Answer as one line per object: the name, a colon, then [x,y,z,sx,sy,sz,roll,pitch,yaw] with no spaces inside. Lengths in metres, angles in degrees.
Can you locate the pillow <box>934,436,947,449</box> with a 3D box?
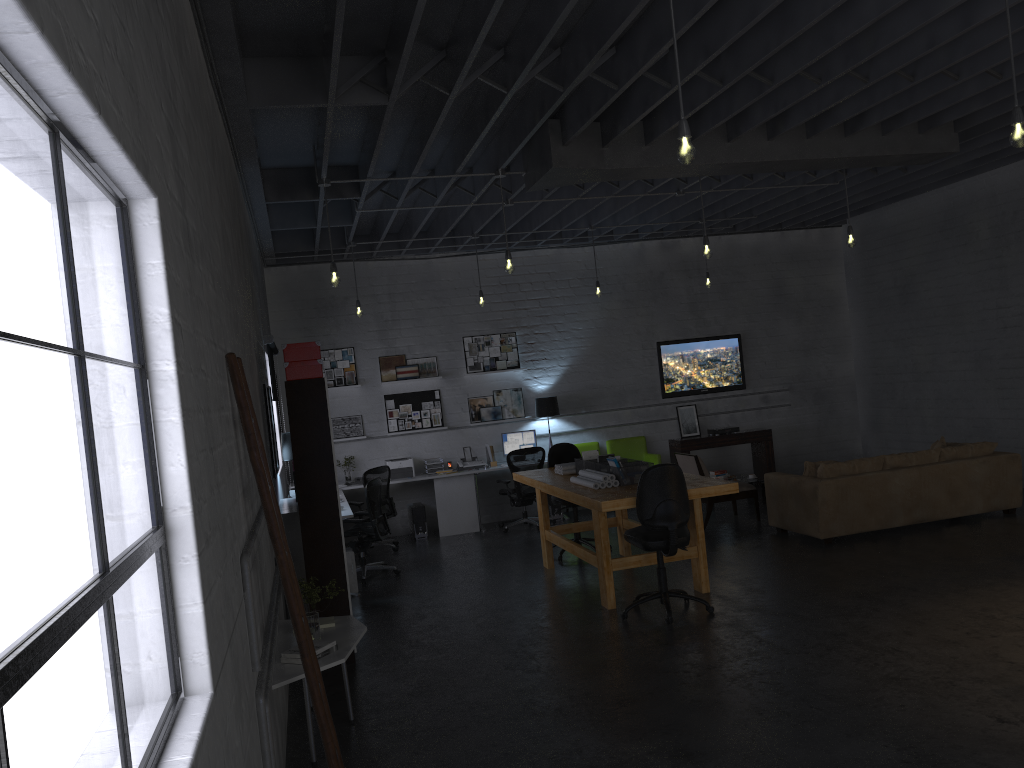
pillow: [4.531,0.788,9.448,0.243,0.423,0.549,-6,1,27]

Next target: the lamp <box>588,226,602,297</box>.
lamp: [1.033,-1.510,10.990,0.104,0.878,0.104,-6,1,-13]

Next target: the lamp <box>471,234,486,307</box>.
lamp: [-0.402,-1.358,10.649,0.104,0.878,0.104,-6,1,-13]

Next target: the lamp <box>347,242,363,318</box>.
lamp: [-1.818,-1.207,10.312,0.104,0.878,0.104,-6,1,-13]

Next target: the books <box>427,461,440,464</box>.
books: [-1.038,1.033,11.692,0.133,0.008,0.203,-6,0,-30]

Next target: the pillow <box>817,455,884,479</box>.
pillow: [3.339,0.939,8.838,0.704,0.402,0.291,-6,1,-13]

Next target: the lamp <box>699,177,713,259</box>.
lamp: [1.732,-1.574,8.044,0.104,0.878,0.104,-6,1,-13]

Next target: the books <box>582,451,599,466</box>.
books: [0.768,0.750,8.464,0.158,0.200,0.082,-6,1,-13]

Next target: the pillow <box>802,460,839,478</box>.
pillow: [3.156,0.957,9.012,0.523,0.403,0.319,-6,1,6]

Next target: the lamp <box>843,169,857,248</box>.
lamp: [3.172,-1.727,8.386,0.104,0.878,0.104,-5,1,30]

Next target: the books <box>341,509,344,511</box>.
books: [-1.789,1.256,8.737,0.213,0.012,0.158,-6,0,12]

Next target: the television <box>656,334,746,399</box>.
television: [2.725,-0.258,12.732,1.323,0.816,0.021,-6,1,-14]

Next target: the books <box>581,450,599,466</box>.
books: [0.762,0.744,8.495,0.171,0.210,0.046,-6,1,-13]

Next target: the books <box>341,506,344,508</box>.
books: [-1.791,1.233,8.744,0.212,0.010,0.170,-6,0,13]

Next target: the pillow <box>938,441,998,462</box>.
pillow: [4.625,0.803,9.136,0.663,0.386,0.308,-6,1,-11]

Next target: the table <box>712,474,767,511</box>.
table: [2.845,1.403,11.561,0.873,0.300,0.873,-6,0,-10]

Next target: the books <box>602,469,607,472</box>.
books: [0.923,0.747,7.764,0.232,0.027,0.185,-6,0,-41]

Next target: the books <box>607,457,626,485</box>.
books: [0.878,0.724,7.426,0.108,0.234,0.166,-6,1,-13]

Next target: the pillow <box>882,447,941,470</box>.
pillow: [3.992,0.870,8.993,0.666,0.402,0.291,-6,1,-13]

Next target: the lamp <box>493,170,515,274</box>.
lamp: [-0.062,-1.383,7.617,0.104,0.878,0.104,-6,1,-13]

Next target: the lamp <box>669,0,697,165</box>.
lamp: [0.770,-1.459,4.117,0.104,0.878,0.104,-6,1,5]

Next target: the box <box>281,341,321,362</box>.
box: [-1.502,-0.226,6.345,0.270,0.131,0.206,-6,0,-13]

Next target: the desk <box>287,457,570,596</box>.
desk: [-0.734,1.541,10.246,3.573,0.785,3.299,-6,0,-13]

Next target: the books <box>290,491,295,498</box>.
books: [-2.092,1.169,8.746,0.172,0.243,0.026,-6,1,-13]

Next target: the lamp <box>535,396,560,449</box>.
lamp: [0.502,0.591,12.002,0.333,0.832,0.333,-5,1,38]

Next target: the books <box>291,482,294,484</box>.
books: [-2.631,1.238,10.735,0.052,0.109,0.133,-6,1,2]

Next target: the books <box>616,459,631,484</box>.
books: [0.915,0.733,7.420,0.097,0.209,0.157,-6,1,-13]

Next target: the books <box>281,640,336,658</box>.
books: [-1.083,1.413,4.726,0.185,0.022,0.234,-6,0,25]

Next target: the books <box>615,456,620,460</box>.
books: [0.905,0.743,7.975,0.143,0.188,0.061,-6,1,-13]

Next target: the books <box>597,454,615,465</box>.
books: [0.845,0.736,7.929,0.157,0.214,0.063,-6,1,-13]

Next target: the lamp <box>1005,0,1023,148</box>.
lamp: [2.564,-1.650,4.544,0.104,0.878,0.104,-6,1,5]

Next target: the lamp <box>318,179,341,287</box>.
lamp: [-1.495,-1.231,7.276,0.104,0.878,0.104,-6,1,-13]

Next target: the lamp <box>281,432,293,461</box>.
lamp: [-2.000,0.867,8.439,0.333,0.832,0.333,-5,1,38]

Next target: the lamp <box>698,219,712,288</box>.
lamp: [2.472,-1.663,11.333,0.104,0.878,0.104,-5,1,30]

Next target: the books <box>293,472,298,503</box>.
books: [-1.796,0.894,7.782,0.219,0.267,0.060,-6,1,-8]

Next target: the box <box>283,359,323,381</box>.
box: [-1.489,-0.097,6.347,0.270,0.131,0.206,-6,0,-13]

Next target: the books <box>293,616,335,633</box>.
books: [-1.199,1.455,5.365,0.248,0.021,0.177,-6,0,-14]

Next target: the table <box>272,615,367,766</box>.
table: [-1.042,1.718,5.019,0.517,0.532,1.336,-6,0,-13]

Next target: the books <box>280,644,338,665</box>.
books: [-1.082,1.440,4.736,0.185,0.031,0.250,-6,0,29]

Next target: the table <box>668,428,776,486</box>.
table: [3.000,1.122,12.622,1.409,0.820,0.404,-6,1,-13]

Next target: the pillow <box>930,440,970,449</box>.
pillow: [4.737,0.809,9.534,0.238,0.375,0.749,-6,0,-14]

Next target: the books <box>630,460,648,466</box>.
books: [1.144,0.779,8.379,0.244,0.067,0.298,-6,0,-4]

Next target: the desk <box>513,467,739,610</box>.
desk: [0.919,1.303,8.061,1.114,0.926,2.832,-6,0,-13]

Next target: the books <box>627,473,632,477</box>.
books: [1.054,0.762,7.474,0.127,0.022,0.181,-6,0,-18]
